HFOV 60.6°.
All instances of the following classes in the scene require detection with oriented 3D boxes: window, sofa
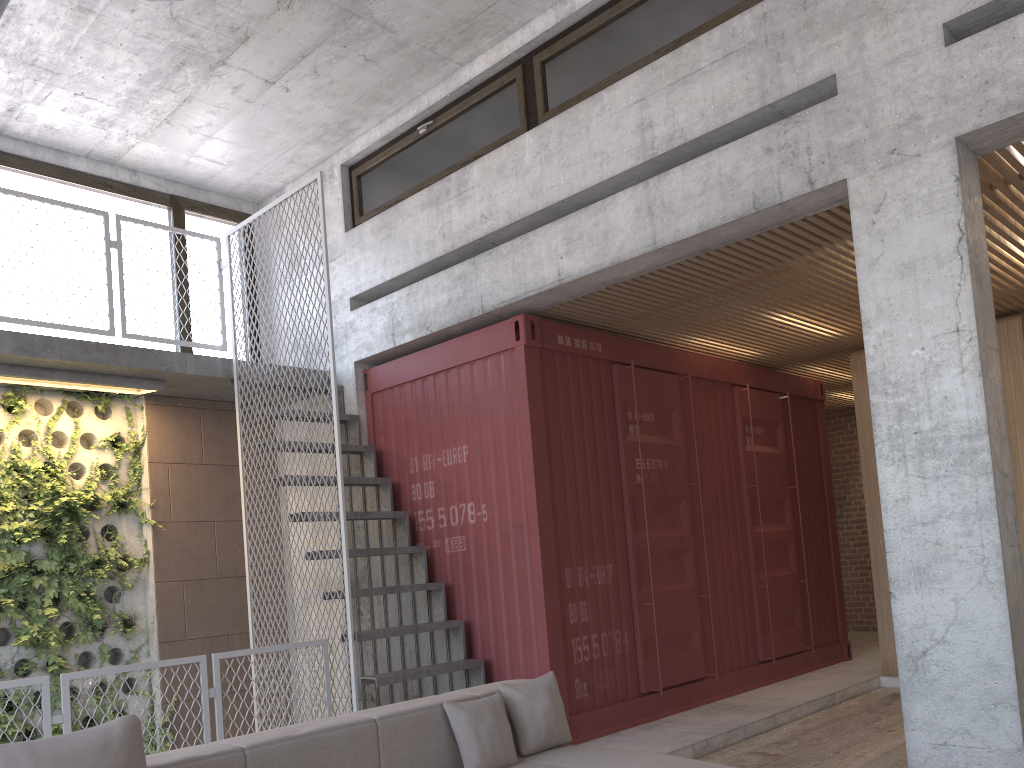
[{"bbox_3d":[1.603,-2.445,4.733,8.564,0.599,0.113,-16,-10,43],"label":"window"},{"bbox_3d":[-3.722,-0.934,7.196,0.111,1.722,3.581,-8,-10,43],"label":"window"},{"bbox_3d":[0.021,1.545,2.669,3.056,0.773,3.010,-15,-15,43],"label":"sofa"}]

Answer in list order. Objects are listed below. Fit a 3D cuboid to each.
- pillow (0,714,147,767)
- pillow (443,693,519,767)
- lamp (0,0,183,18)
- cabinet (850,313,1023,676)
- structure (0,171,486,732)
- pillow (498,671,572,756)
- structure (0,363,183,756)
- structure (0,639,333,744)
[{"bbox_3d":[-1.414,1.360,2.747,0.565,0.549,0.224,3,-9,-44],"label":"pillow"},{"bbox_3d":[-0.129,1.637,4.086,0.189,0.353,0.371,-10,-9,43],"label":"pillow"},{"bbox_3d":[-1.684,0.406,2.848,2.654,3.379,0.757,-9,-5,31],"label":"lamp"},{"bbox_3d":[5.227,1.246,9.204,1.536,3.083,3.769,-9,-9,43],"label":"cabinet"},{"bbox_3d":[-2.543,0.784,6.140,3.077,4.254,3.693,-11,-9,43],"label":"structure"},{"bbox_3d":[0.127,1.643,4.385,0.363,0.361,0.190,2,-8,-41],"label":"pillow"},{"bbox_3d":[-3.707,1.515,6.456,1.017,3.768,2.633,-8,-7,43],"label":"structure"},{"bbox_3d":[-3.459,2.198,5.089,1.955,0.919,4.447,-14,-15,42],"label":"structure"}]
